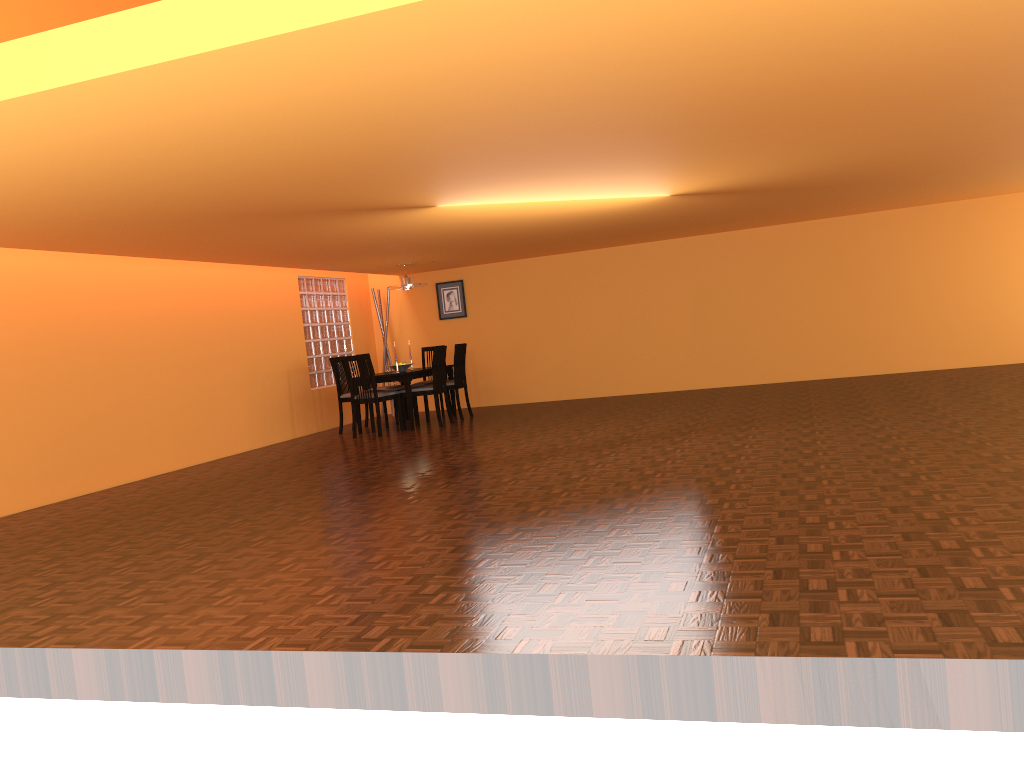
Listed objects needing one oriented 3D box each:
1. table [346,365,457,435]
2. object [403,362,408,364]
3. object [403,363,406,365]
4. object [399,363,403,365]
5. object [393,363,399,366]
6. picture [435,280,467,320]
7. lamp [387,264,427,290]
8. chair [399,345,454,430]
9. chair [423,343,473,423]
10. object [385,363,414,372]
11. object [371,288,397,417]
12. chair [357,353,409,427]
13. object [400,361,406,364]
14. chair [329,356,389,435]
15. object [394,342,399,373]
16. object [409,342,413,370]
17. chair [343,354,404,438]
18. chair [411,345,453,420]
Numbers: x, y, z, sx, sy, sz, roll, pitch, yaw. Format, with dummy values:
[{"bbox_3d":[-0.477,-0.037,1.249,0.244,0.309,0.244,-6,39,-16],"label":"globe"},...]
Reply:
[{"bbox_3d":[-1.110,0.153,9.392,0.697,0.584,1.259,-5,3,18],"label":"table"},{"bbox_3d":[-1.112,-0.197,9.339,0.055,0.070,0.066,-6,3,0],"label":"object"},{"bbox_3d":[-1.123,-0.193,9.278,0.055,0.046,0.046,-7,3,-19],"label":"object"},{"bbox_3d":[-1.159,-0.199,9.242,0.046,0.046,0.055,-6,3,1],"label":"object"},{"bbox_3d":[-1.208,-0.178,9.321,0.089,0.076,0.087,-5,3,24],"label":"object"},{"bbox_3d":[-0.743,-1.025,10.837,0.361,0.456,0.014,-5,3,18],"label":"picture"},{"bbox_3d":[-1.150,-1.158,9.623,0.435,0.274,0.435,-3,4,40],"label":"lamp"},{"bbox_3d":[-0.874,0.036,9.008,0.465,0.809,0.373,-5,3,18],"label":"chair"},{"bbox_3d":[-0.698,-0.014,9.555,0.465,0.809,0.373,-5,3,18],"label":"chair"},{"bbox_3d":[-1.170,-0.168,9.339,0.337,0.072,0.337,-7,3,-16],"label":"object"},{"bbox_3d":[-1.530,-0.389,10.883,0.308,1.589,0.226,-3,4,40],"label":"object"},{"bbox_3d":[-1.423,0.050,9.795,0.465,0.809,0.373,-5,3,18],"label":"chair"},{"bbox_3d":[-1.154,-0.209,9.406,0.069,0.066,0.069,-4,4,28],"label":"object"},{"bbox_3d":[-1.599,0.100,9.247,0.465,0.809,0.373,-5,3,18],"label":"chair"},{"bbox_3d":[-1.185,-0.278,9.058,0.044,0.326,0.044,-6,3,7],"label":"object"},{"bbox_3d":[-1.100,-0.318,9.598,0.044,0.326,0.044,-6,3,7],"label":"object"},{"bbox_3d":[-1.369,0.105,8.708,0.373,0.809,0.465,-5,3,23],"label":"chair"},{"bbox_3d":[-0.916,-0.020,10.093,0.373,0.809,0.465,-5,3,13],"label":"chair"}]
